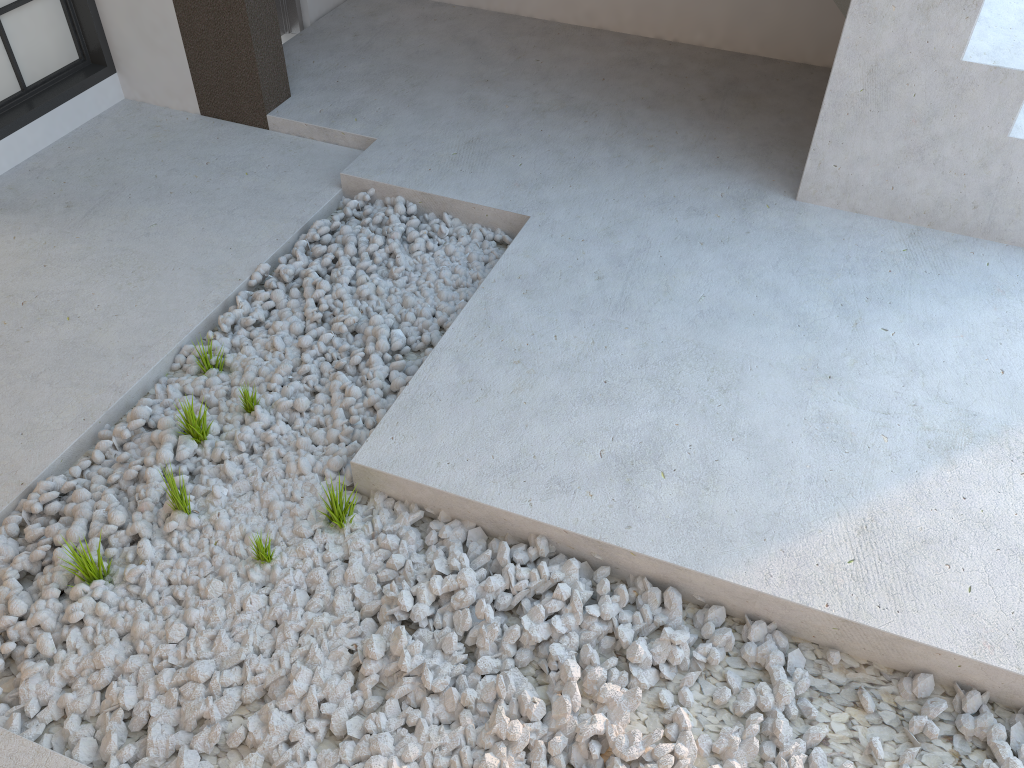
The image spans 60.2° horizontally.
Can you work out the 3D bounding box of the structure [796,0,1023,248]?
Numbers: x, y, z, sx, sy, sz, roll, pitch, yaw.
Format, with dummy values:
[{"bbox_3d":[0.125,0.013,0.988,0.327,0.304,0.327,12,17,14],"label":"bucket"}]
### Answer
[{"bbox_3d":[-0.964,-3.063,2.467,6.501,4.140,1.112,16,46,14],"label":"structure"}]
